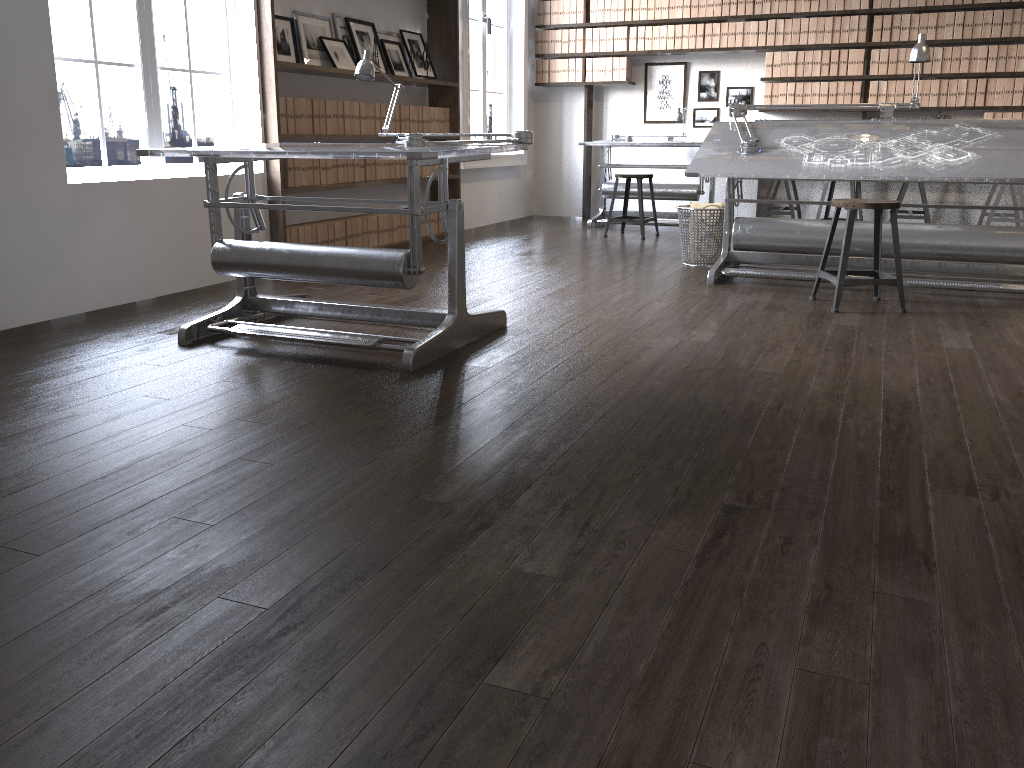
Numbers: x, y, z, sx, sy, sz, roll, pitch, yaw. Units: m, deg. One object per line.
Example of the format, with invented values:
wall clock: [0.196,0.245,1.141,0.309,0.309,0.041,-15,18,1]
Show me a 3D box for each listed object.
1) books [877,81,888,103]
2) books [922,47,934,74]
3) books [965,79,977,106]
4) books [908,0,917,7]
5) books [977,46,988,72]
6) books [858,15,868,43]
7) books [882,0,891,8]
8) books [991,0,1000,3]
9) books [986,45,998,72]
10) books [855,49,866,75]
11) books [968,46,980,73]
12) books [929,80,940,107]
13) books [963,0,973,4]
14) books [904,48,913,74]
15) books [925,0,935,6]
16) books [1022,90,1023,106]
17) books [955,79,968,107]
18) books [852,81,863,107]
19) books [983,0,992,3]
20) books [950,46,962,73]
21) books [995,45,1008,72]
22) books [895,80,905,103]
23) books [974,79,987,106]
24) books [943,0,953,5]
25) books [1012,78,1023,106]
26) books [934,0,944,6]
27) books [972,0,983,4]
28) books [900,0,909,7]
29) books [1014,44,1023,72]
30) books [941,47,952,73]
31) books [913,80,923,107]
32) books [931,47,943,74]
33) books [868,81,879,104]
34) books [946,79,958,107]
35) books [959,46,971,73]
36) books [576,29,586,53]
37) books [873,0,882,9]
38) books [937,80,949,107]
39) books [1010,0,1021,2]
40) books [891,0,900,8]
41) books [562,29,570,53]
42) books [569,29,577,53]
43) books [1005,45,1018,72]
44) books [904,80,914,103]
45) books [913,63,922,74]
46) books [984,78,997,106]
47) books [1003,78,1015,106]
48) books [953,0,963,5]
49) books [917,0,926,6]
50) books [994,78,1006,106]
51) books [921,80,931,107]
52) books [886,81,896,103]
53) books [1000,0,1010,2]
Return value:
books: [3.254,-2.542,7.781,0.067,0.223,0.176,5,15,22]
books: [3.569,-2.761,7.598,0.067,0.223,0.176,5,15,22]
books: [3.894,-2.470,7.524,0.067,0.223,0.176,5,15,22]
books: [3.416,-3.311,7.537,0.067,0.223,0.176,5,15,22]
books: [3.945,-2.717,7.441,0.067,0.223,0.176,5,15,22]
books: [3.068,-3.093,7.740,0.067,0.223,0.176,5,15,22]
books: [3.226,-3.333,7.615,0.067,0.223,0.176,5,15,22]
books: [3.990,-3.243,7.297,0.067,0.223,0.176,5,15,22]
books: [4.011,-2.709,7.412,0.067,0.223,0.176,5,15,22]
books: [3.067,-2.824,7.794,0.067,0.223,0.176,5,15,22]
books: [3.888,-2.724,7.466,0.067,0.223,0.176,5,15,22]
books: [3.633,-2.498,7.623,0.067,0.223,0.176,5,15,22]
books: [3.804,-3.265,7.375,0.067,0.223,0.176,5,15,22]
books: [3.431,-2.777,7.654,0.067,0.223,0.176,5,15,22]
books: [3.540,-3.297,7.488,0.067,0.223,0.176,5,15,22]
books: [4.283,-2.424,7.361,0.067,0.223,0.176,5,15,22]
books: [3.827,-2.476,7.546,0.067,0.223,0.176,5,15,22]
books: [3.064,-2.564,7.857,0.067,0.223,0.176,5,15,22]
books: [3.933,-3.251,7.325,0.067,0.223,0.176,5,15,22]
books: [3.765,-2.739,7.518,0.067,0.223,0.176,5,15,22]
books: [4.078,-2.702,7.389,0.067,0.223,0.176,5,15,22]
books: [3.384,-2.528,7.731,0.067,0.223,0.176,5,15,22]
books: [3.961,-2.460,7.490,0.067,0.223,0.176,5,15,22]
books: [3.669,-3.281,7.430,0.067,0.223,0.176,5,15,22]
books: [4.214,-2.431,7.386,0.067,0.223,0.176,5,15,22]
books: [3.605,-3.289,7.461,0.067,0.223,0.176,5,15,22]
books: [3.874,-3.258,7.352,0.067,0.223,0.176,5,15,22]
books: [3.357,-3.317,7.559,0.067,0.223,0.176,5,15,22]
books: [4.206,-2.687,7.335,0.067,0.223,0.176,5,15,22]
books: [3.699,-2.746,7.544,0.067,0.223,0.176,5,15,22]
books: [3.515,-2.512,7.675,0.067,0.223,0.176,5,15,22]
books: [3.632,-2.753,7.567,0.067,0.223,0.176,5,15,22]
books: [3.186,-2.549,7.806,0.067,0.223,0.176,5,15,22]
books: [3.763,-2.485,7.577,0.067,0.223,0.176,5,15,22]
books: [3.824,-2.730,7.487,0.067,0.223,0.176,5,15,22]
books: [0.693,-3.366,8.710,0.067,0.223,0.176,5,15,22]
books: [3.163,-3.340,7.643,0.067,0.223,0.176,5,15,22]
books: [3.697,-2.492,7.603,0.067,0.223,0.176,5,15,22]
books: [4.125,-3.228,7.246,0.067,0.223,0.176,5,15,22]
books: [3.289,-3.324,7.585,0.067,0.223,0.176,5,15,22]
books: [0.556,-3.382,8.766,0.067,0.223,0.176,5,15,22]
books: [0.623,-3.373,8.733,0.067,0.223,0.176,5,15,22]
books: [4.143,-2.695,7.364,0.067,0.223,0.176,5,15,22]
books: [3.447,-2.520,7.701,0.067,0.223,0.176,5,15,22]
books: [3.497,-2.768,7.622,0.067,0.223,0.176,5,15,22]
books: [4.032,-2.454,7.467,0.067,0.223,0.176,5,15,22]
books: [4.148,-2.438,7.413,0.067,0.223,0.176,5,15,22]
books: [3.736,-3.274,7.408,0.067,0.223,0.176,5,15,22]
books: [3.475,-3.302,7.508,0.067,0.223,0.176,5,15,22]
books: [4.091,-2.446,7.441,0.067,0.223,0.176,5,15,22]
books: [3.573,-2.506,7.653,0.067,0.223,0.176,5,15,22]
books: [3.320,-2.536,7.758,0.067,0.223,0.176,5,15,22]
books: [4.057,-3.235,7.270,0.067,0.223,0.176,5,15,22]
